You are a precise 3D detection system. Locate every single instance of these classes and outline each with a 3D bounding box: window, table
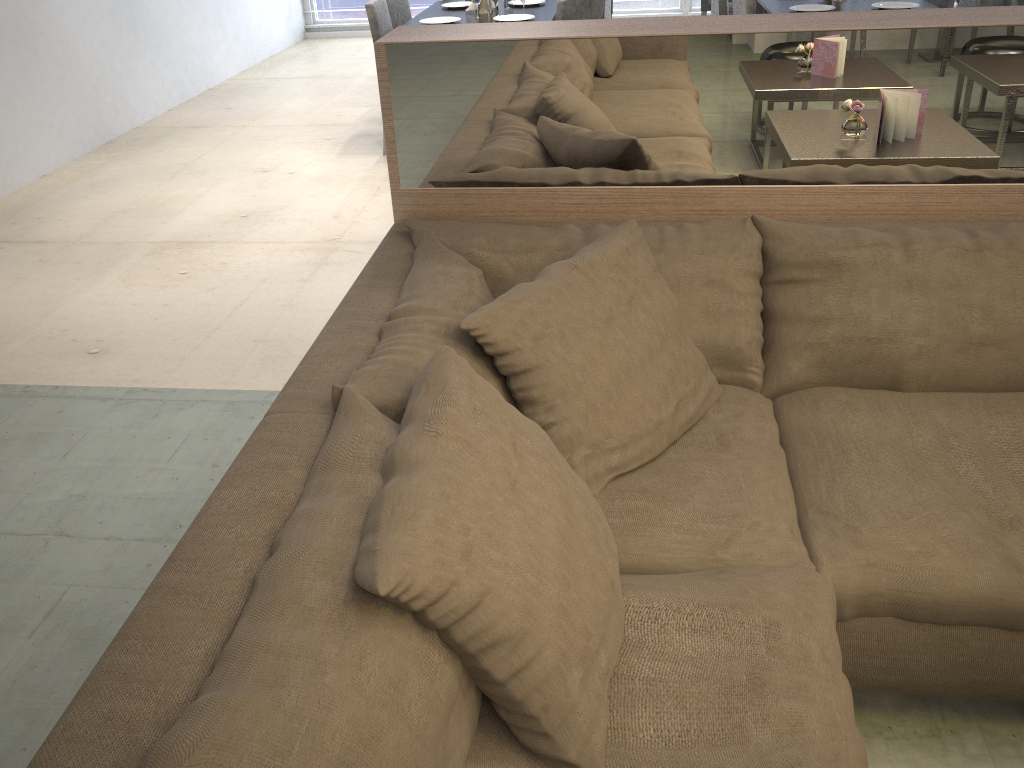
[{"bbox_3d":[1.523,-4.209,7.562,7.101,2.008,0.164,1,28,8],"label":"window"},{"bbox_3d":[-0.127,-1.748,4.958,0.777,0.614,1.228,1,30,8],"label":"table"},{"bbox_3d":[1.714,-1.706,4.710,0.777,0.614,1.228,1,30,8],"label":"table"}]

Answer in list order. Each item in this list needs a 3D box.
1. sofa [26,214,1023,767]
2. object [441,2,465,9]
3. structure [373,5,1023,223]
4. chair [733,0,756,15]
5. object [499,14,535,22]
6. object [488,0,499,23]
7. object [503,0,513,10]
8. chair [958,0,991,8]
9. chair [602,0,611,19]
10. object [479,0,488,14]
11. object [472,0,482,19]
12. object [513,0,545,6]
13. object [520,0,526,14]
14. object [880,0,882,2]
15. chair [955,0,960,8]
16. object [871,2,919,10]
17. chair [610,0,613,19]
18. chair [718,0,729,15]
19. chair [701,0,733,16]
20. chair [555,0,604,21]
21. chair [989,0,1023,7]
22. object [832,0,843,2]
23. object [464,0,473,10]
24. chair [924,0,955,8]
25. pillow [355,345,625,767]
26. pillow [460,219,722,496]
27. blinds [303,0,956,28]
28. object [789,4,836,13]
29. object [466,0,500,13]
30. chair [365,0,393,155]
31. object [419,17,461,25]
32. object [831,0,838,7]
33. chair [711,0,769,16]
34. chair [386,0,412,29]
[{"bbox_3d":[1.398,0.733,0.495,3.766,0.655,3.284,1,30,8],"label":"sofa"},{"bbox_3d":[-0.299,-2.180,5.091,0.217,0.015,0.223,-9,31,-10],"label":"object"},{"bbox_3d":[1.615,-0.303,1.937,3.773,0.976,0.231,1,28,8],"label":"structure"},{"bbox_3d":[1.372,-1.632,4.492,0.492,0.738,0.492,-1,28,3],"label":"chair"},{"bbox_3d":[0.011,-1.867,4.522,0.217,0.015,0.223,-9,31,-10],"label":"object"},{"bbox_3d":[-0.093,-1.872,4.363,0.053,0.195,0.053,-24,34,-34],"label":"object"},{"bbox_3d":[-0.024,-2.161,4.856,0.053,0.195,0.053,-24,34,-34],"label":"object"},{"bbox_3d":[2.022,-1.611,4.396,0.492,0.738,0.492,3,29,12],"label":"chair"},{"bbox_3d":[0.433,-2.440,5.978,0.492,0.738,0.492,3,29,12],"label":"chair"},{"bbox_3d":[-0.168,-2.142,4.761,0.104,0.267,0.160,0,28,5],"label":"object"},{"bbox_3d":[-0.183,-1.985,4.624,0.054,0.135,0.054,-20,32,-29],"label":"object"},{"bbox_3d":[0.083,-2.171,5.039,0.217,0.015,0.223,-9,31,-10],"label":"object"},{"bbox_3d":[0.060,-2.004,4.635,0.054,0.135,0.054,-20,32,-29],"label":"object"},{"bbox_3d":[1.841,-1.964,4.395,0.054,0.135,0.054,-20,32,-29],"label":"object"},{"bbox_3d":[3.247,-2.657,6.083,0.492,0.738,0.492,3,29,12],"label":"chair"},{"bbox_3d":[1.851,-1.825,4.274,0.217,0.015,0.224,1,30,8],"label":"object"},{"bbox_3d":[0.509,-2.724,6.459,0.492,0.738,0.492,-1,28,3],"label":"chair"},{"bbox_3d":[1.380,-1.907,4.966,0.492,0.738,0.492,3,29,12],"label":"chair"},{"bbox_3d":[1.570,-2.695,6.309,0.492,0.738,0.492,3,29,12],"label":"chair"},{"bbox_3d":[0.182,-1.644,4.628,0.497,0.738,0.487,18,35,33],"label":"chair"},{"bbox_3d":[3.239,-2.382,5.609,0.492,0.738,0.492,-1,28,3],"label":"chair"},{"bbox_3d":[1.672,-2.100,4.513,0.104,0.267,0.160,0,28,5],"label":"object"},{"bbox_3d":[-0.243,-2.183,4.915,0.053,0.195,0.053,-24,34,-34],"label":"object"},{"bbox_3d":[2.098,-1.895,4.877,0.492,0.738,0.492,-1,28,3],"label":"chair"},{"bbox_3d":[-0.011,0.201,1.154,0.312,0.328,0.510,-2,29,3],"label":"pillow"},{"bbox_3d":[0.158,-0.047,1.570,0.301,0.345,0.513,19,36,35],"label":"pillow"},{"bbox_3d":[1.498,-4.178,7.459,7.096,1.979,0.046,1,28,8],"label":"blinds"},{"bbox_3d":[1.469,-1.834,4.325,0.217,0.015,0.224,1,30,8],"label":"object"},{"bbox_3d":[-0.161,-2.100,4.858,0.204,0.097,0.072,-14,30,-19],"label":"object"},{"bbox_3d":[-0.469,-1.673,4.740,0.492,0.738,0.492,-1,28,3],"label":"chair"},{"bbox_3d":[-0.372,-1.876,4.573,0.217,0.015,0.223,-9,31,-10],"label":"object"},{"bbox_3d":[1.597,-1.945,4.384,0.054,0.135,0.054,-20,32,-29],"label":"object"},{"bbox_3d":[1.561,-2.420,5.835,0.492,0.738,0.492,-1,28,3],"label":"chair"},{"bbox_3d":[-0.460,-1.948,5.214,0.492,0.738,0.492,3,29,12],"label":"chair"}]
